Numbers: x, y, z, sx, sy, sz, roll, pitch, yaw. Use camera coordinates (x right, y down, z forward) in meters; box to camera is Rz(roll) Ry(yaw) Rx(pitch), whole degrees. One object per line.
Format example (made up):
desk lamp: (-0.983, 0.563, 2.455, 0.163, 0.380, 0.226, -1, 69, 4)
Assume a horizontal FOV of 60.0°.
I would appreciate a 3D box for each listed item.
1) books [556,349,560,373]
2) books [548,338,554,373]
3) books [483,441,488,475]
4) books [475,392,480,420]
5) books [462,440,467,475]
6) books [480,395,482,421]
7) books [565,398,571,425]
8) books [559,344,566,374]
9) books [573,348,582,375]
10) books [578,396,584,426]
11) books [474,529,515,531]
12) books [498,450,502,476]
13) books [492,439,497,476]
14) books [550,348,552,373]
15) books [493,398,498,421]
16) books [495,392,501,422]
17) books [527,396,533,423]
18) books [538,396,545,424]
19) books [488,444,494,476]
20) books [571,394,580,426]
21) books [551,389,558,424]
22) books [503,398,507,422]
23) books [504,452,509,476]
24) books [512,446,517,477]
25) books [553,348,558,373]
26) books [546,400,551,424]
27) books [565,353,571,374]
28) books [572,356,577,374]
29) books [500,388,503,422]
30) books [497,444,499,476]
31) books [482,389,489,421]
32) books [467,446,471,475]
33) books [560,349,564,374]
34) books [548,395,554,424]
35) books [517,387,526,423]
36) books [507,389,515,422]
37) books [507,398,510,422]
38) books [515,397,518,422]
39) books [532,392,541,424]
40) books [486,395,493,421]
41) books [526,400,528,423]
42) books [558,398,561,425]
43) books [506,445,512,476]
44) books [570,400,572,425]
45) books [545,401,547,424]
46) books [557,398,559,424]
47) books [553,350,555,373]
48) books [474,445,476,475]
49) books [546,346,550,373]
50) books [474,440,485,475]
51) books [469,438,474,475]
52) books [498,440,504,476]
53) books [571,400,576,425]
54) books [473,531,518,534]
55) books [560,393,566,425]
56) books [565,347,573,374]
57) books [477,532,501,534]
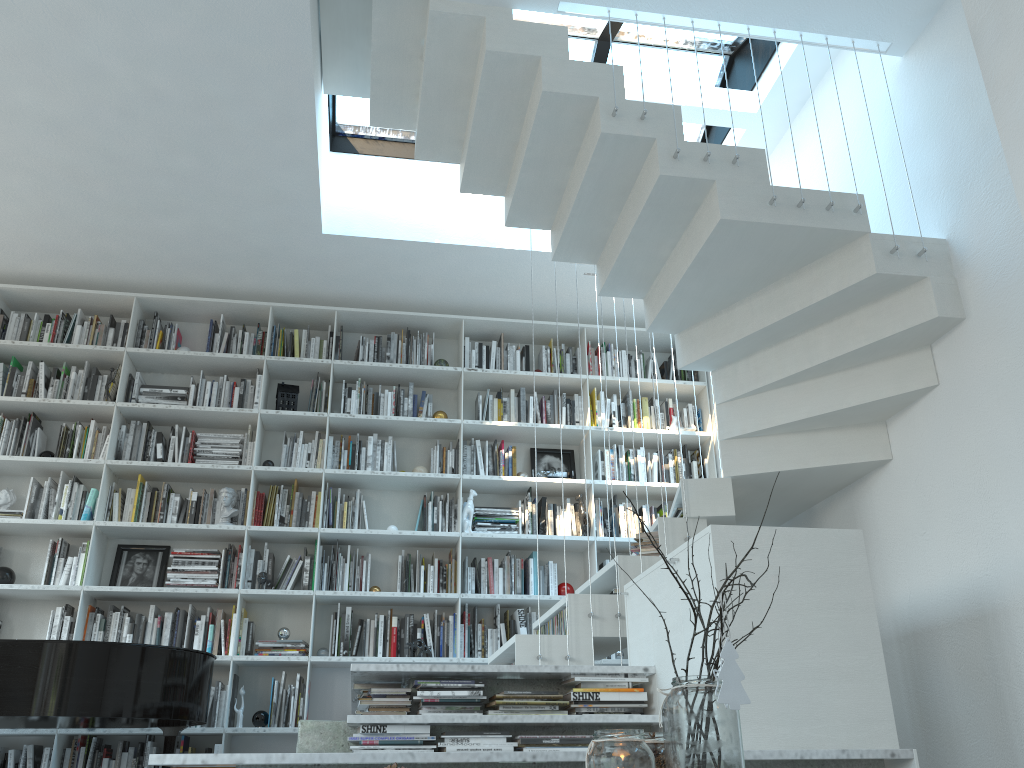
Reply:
books: (0.311, -0.099, 6.160, 0.017, 0.255, 0.147, 3, -24, -9)
books: (0.265, -0.137, 6.152, 0.007, 0.319, 0.166, 3, -24, -9)
books: (-0.174, 0.531, 5.802, 0.012, 0.284, 0.160, 3, -24, -9)
books: (-0.231, 0.204, 5.925, 0.012, 0.253, 0.161, 3, -24, -9)
books: (-0.319, 0.524, 5.781, 0.031, 0.283, 0.137, 3, -24, -9)
books: (-0.219, 0.212, 5.921, 0.013, 0.235, 0.142, 3, -24, -9)
books: (0.365, 0.240, 6.005, 0.030, 0.240, 0.163, 3, -24, -9)
books: (0.347, -0.117, 6.172, 0.020, 0.298, 0.132, 3, -24, -9)
books: (0.455, -0.100, 6.170, 0.026, 0.262, 0.163, 3, -24, -9)
books: (0.455, 0.236, 6.027, 0.031, 0.264, 0.170, 3, -24, -9)
books: (-0.114, 0.948, 5.621, 0.254, 0.012, 0.161, 2, -24, -5)
books: (-0.083, 0.561, 5.775, 0.013, 0.206, 0.190, 3, -24, -9)
books: (-0.117, 0.528, 5.798, 0.012, 0.286, 0.177, 3, -24, -9)
books: (0.251, -0.103, 6.151, 0.017, 0.258, 0.136, 3, -24, -9)
books: (-0.121, 0.225, 5.917, 0.025, 0.206, 0.176, 3, -24, -9)
books: (-0.096, 0.204, 5.936, 0.026, 0.260, 0.168, 3, -24, -9)
books: (0.113, 0.225, 5.950, 0.030, 0.229, 0.188, 3, -24, -9)
books: (0.197, 0.226, 5.969, 0.014, 0.239, 0.190, 3, -24, -9)
books: (-0.148, 0.544, 5.812, 0.043, 0.267, 0.131, 3, -24, -9)
books: (0.426, 0.227, 6.029, 0.026, 0.282, 0.147, 3, -24, -9)
books: (0.280, 0.207, 5.994, 0.022, 0.293, 0.181, 3, -24, -9)
books: (-0.059, 0.226, 5.942, 0.030, 0.223, 0.158, 3, -24, -9)
books: (-0.049, 0.567, 5.796, 0.033, 0.212, 0.153, 3, -24, -9)
books: (0.003, 0.551, 5.800, 0.026, 0.242, 0.178, 3, -24, -9)
books: (0.290, -0.103, 6.141, 0.031, 0.247, 0.165, 3, -24, -9)
books: (0.231, 0.242, 5.976, 0.031, 0.216, 0.166, 3, -24, -9)
books: (0.373, -0.081, 6.146, 0.029, 0.209, 0.170, 3, -24, -9)
books: (0.423, -0.069, 6.176, 0.031, 0.210, 0.132, 3, -24, -9)
books: (-0.080, 0.192, 5.953, 0.011, 0.295, 0.163, 3, -24, -9)
books: (-0.104, 0.543, 5.809, 0.020, 0.266, 0.153, 3, -24, -9)
books: (-0.187, 0.193, 5.935, 0.051, 0.281, 0.167, 3, -24, -9)
books: (-0.290, 0.543, 5.787, 0.030, 0.252, 0.129, 3, -24, -9)
books: (0.332, -0.097, 6.139, 0.018, 0.234, 0.187, 3, -24, -9)
books: (0.256, 0.226, 5.997, 0.023, 0.262, 0.156, 3, -24, -9)
books: (0.053, 0.194, 5.922, 0.032, 0.264, 0.246, 3, -24, -9)
books: (-0.007, 0.197, 5.956, 0.026, 0.286, 0.157, 3, -24, -9)
books: (-0.035, 0.228, 5.961, 0.024, 0.235, 0.147, 3, -24, -9)
books: (0.016, 0.225, 5.959, 0.025, 0.237, 0.143, 3, -24, -9)
books: (0.163, 0.215, 5.994, 0.048, 0.282, 0.163, 3, -24, -9)
books: (-0.150, 0.213, 5.943, 0.026, 0.249, 0.131, 3, -24, -9)
books: (0.087, 0.239, 5.971, 0.013, 0.220, 0.146, 3, -24, -9)
books: (0.309, 0.234, 6.000, 0.011, 0.248, 0.152, 3, -24, -9)
books: (-0.022, 0.550, 5.808, 0.021, 0.252, 0.167, 3, -24, -9)
books: (0.384, 0.246, 6.026, 0.014, 0.245, 0.143, 3, -24, -9)
books: (0.208, 0.245, 5.982, 0.013, 0.215, 0.178, 3, -24, -9)
books: (0.294, 0.239, 6.011, 0.014, 0.248, 0.163, 3, -24, -9)
books: (0.274, -0.096, 6.127, 0.007, 0.225, 0.171, 3, -24, -9)
books: (-0.251, 0.539, 5.771, 0.011, 0.246, 0.156, 3, -24, -9)
books: (0.237, -0.107, 6.135, 0.016, 0.250, 0.189, 3, -24, -9)
books: (-0.215, 0.525, 5.790, 0.065, 0.287, 0.146, 3, -24, -9)
books: (-0.266, 0.518, 5.788, 0.015, 0.299, 0.141, 3, -24, -9)
books: (-0.072, 0.531, 5.803, 0.014, 0.283, 0.176, 3, -24, -9)
books: (0.403, 0.250, 6.019, 0.022, 0.233, 0.159, 3, -24, -9)
books: (-0.113, 0.958, 5.614, 0.285, 0.012, 0.160, 1, -24, -4)
books: (0.333, 0.221, 6.000, 0.036, 0.271, 0.178, 3, -24, -9)
books: (0.396, -0.104, 6.180, 0.025, 0.278, 0.136, 3, -24, -9)
books: (-0.113, 0.970, 5.612, 0.254, 0.012, 0.161, 5, -24, -12)
